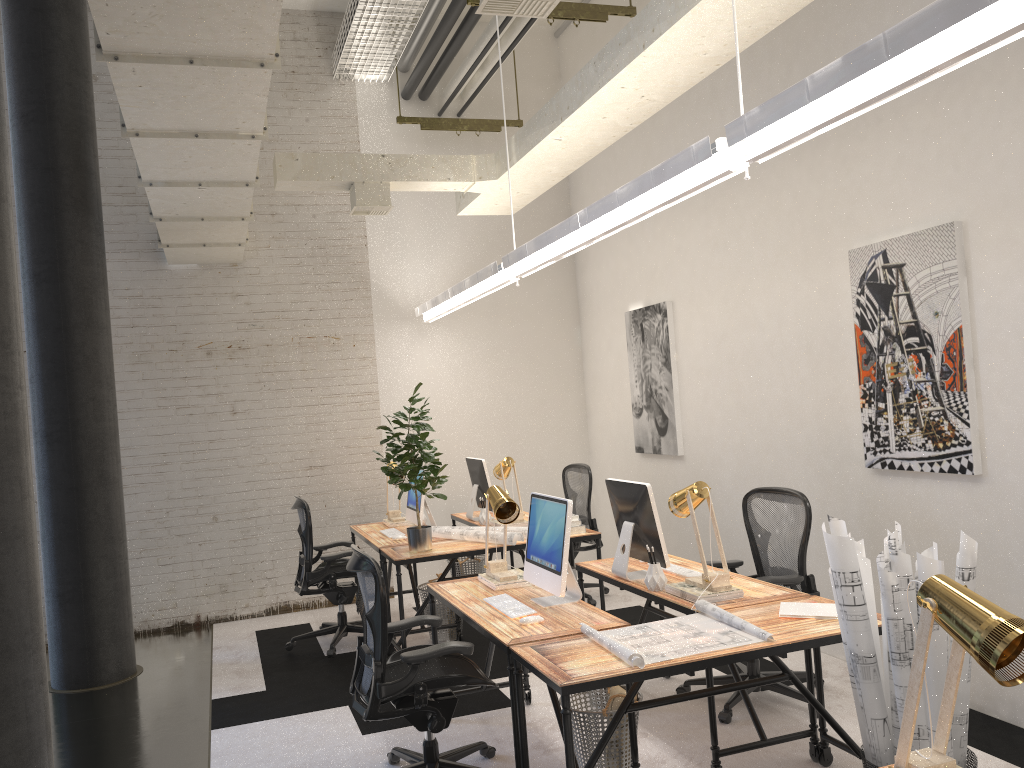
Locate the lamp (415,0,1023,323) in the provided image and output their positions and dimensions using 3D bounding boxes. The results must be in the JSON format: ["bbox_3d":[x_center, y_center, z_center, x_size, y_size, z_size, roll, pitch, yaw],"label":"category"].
[{"bbox_3d":[0.313,-2.077,4.244,0.226,2.864,7.305,-4,-1,-19],"label":"lamp"}]

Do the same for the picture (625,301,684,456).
[{"bbox_3d":[1.130,-0.029,7.114,0.049,1.183,0.731,-4,-1,-19],"label":"picture"}]

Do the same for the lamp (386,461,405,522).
[{"bbox_3d":[-0.929,0.850,7.035,0.126,0.470,0.344,-4,-1,-19],"label":"lamp"}]

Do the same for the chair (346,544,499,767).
[{"bbox_3d":[-0.401,1.221,3.876,0.792,1.085,0.771,-4,-1,-35],"label":"chair"}]

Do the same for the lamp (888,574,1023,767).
[{"bbox_3d":[0.898,0.620,1.764,0.126,0.470,0.344,-4,-1,-18],"label":"lamp"}]

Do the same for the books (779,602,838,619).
[{"bbox_3d":[1.189,0.897,3.515,0.243,0.019,0.205,-5,-1,19],"label":"books"}]

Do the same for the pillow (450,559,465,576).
[{"bbox_3d":[-0.425,1.610,7.273,0.119,0.406,0.239,-4,-1,-18],"label":"pillow"}]

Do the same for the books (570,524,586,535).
[{"bbox_3d":[0.349,0.976,5.983,0.200,0.050,0.271,-4,-1,-21],"label":"books"}]

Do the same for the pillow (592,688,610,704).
[{"bbox_3d":[0.445,1.512,4.735,0.119,0.406,0.239,-4,-1,-18],"label":"pillow"}]

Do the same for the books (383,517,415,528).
[{"bbox_3d":[-0.898,1.100,7.090,0.225,0.038,0.309,-4,-1,-18],"label":"books"}]

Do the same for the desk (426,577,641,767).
[{"bbox_3d":[0.040,1.370,4.120,0.529,0.724,1.401,-4,-1,-19],"label":"desk"}]

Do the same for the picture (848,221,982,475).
[{"bbox_3d":[2.008,-0.152,4.472,0.049,1.183,0.731,-4,-1,-19],"label":"picture"}]

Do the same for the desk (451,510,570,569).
[{"bbox_3d":[-0.027,1.412,6.919,0.529,0.724,1.401,-4,-1,-19],"label":"desk"}]

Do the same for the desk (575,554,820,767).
[{"bbox_3d":[0.843,1.314,4.382,0.529,0.724,1.401,-4,-1,-19],"label":"desk"}]

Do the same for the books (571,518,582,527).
[{"bbox_3d":[0.362,0.928,6.005,0.193,0.044,0.257,-4,-1,-1],"label":"books"}]

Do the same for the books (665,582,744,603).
[{"bbox_3d":[0.853,0.921,3.953,0.225,0.038,0.309,-4,-1,-18],"label":"books"}]

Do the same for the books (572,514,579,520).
[{"bbox_3d":[0.345,0.898,6.001,0.153,0.030,0.185,-4,-1,-21],"label":"books"}]

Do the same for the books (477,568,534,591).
[{"bbox_3d":[-0.028,1.001,4.553,0.225,0.038,0.309,-4,-1,-18],"label":"books"}]

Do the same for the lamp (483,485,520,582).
[{"bbox_3d":[-0.057,0.751,4.498,0.127,0.470,0.344,-4,-1,-18],"label":"lamp"}]

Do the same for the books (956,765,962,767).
[{"bbox_3d":[0.928,0.870,1.819,0.225,0.038,0.309,-4,-1,-18],"label":"books"}]

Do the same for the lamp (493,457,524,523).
[{"bbox_3d":[-0.026,0.770,6.548,0.126,0.470,0.344,-4,-1,-18],"label":"lamp"}]

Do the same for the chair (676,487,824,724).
[{"bbox_3d":[1.257,1.109,4.627,0.792,1.085,0.771,-4,-1,-35],"label":"chair"}]

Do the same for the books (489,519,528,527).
[{"bbox_3d":[-0.018,1.019,6.490,0.225,0.038,0.309,-4,-1,-18],"label":"books"}]

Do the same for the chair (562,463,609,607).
[{"bbox_3d":[0.387,1.208,7.164,0.792,1.085,0.771,-4,-1,-35],"label":"chair"}]

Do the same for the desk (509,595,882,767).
[{"bbox_3d":[0.754,1.298,3.331,1.400,0.724,0.529,-4,-1,-18],"label":"desk"}]

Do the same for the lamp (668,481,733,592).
[{"bbox_3d":[0.843,0.671,4.011,0.127,0.470,0.344,-4,-1,-18],"label":"lamp"}]

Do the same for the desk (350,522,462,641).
[{"bbox_3d":[-0.830,1.469,6.657,0.529,0.724,1.401,-4,-1,-19],"label":"desk"}]

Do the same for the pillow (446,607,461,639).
[{"bbox_3d":[-0.407,1.588,6.302,0.119,0.406,0.239,-4,-1,-18],"label":"pillow"}]

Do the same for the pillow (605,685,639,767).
[{"bbox_3d":[0.463,1.490,3.764,0.119,0.406,0.239,-4,-1,-18],"label":"pillow"}]

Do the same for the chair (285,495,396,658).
[{"bbox_3d":[-1.271,1.320,6.414,0.792,1.085,0.771,-4,-1,-35],"label":"chair"}]

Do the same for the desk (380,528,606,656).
[{"bbox_3d":[-0.116,1.397,5.868,1.400,0.724,0.529,-4,-1,-18],"label":"desk"}]

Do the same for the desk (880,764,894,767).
[{"bbox_3d":[0.996,1.239,1.386,0.529,0.724,1.401,-4,-1,-19],"label":"desk"}]
